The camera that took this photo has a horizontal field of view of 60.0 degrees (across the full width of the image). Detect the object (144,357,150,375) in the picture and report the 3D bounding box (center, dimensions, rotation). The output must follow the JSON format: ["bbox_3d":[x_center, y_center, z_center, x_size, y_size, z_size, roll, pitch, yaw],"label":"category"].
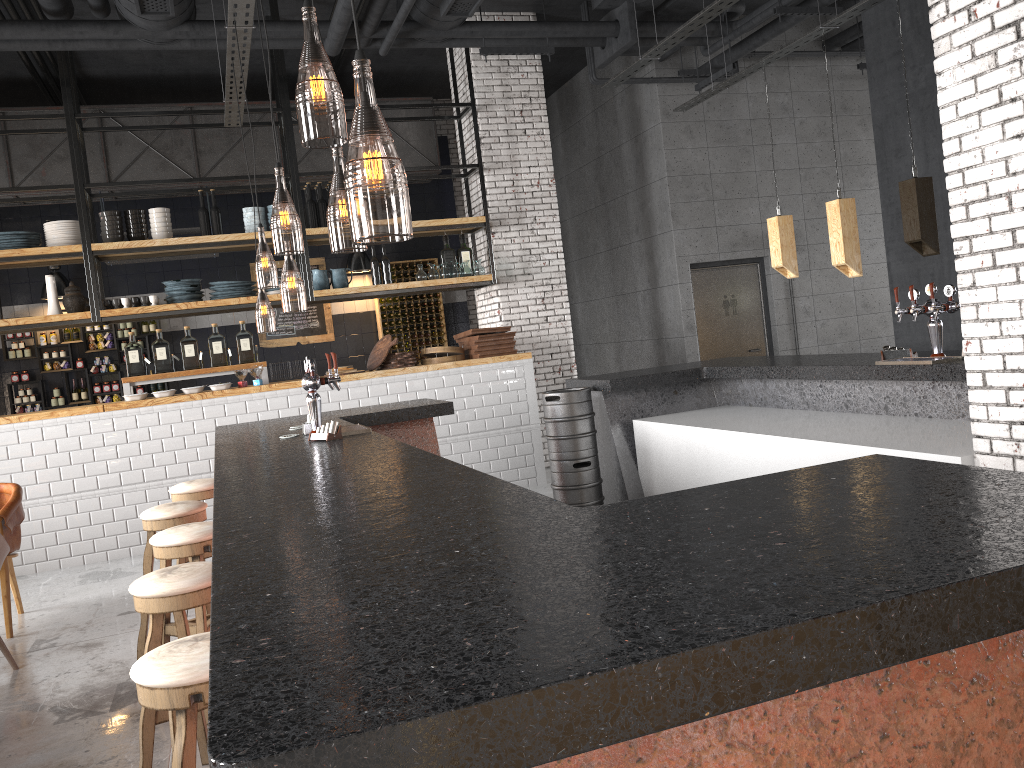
[{"bbox_3d":[-3.291,-0.163,8.001,0.080,0.163,0.032,-5,3,43],"label":"object"}]

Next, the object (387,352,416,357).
[{"bbox_3d":[-1.120,-0.283,8.728,0.458,0.019,0.407,-6,3,15],"label":"object"}]

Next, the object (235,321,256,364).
[{"bbox_3d":[-2.516,-0.393,8.346,0.154,0.404,0.154,-7,2,-19],"label":"object"}]

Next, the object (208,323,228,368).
[{"bbox_3d":[-2.749,-0.361,8.264,0.154,0.404,0.154,-7,2,-19],"label":"object"}]

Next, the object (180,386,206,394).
[{"bbox_3d":[-2.840,0.056,7.901,0.216,0.055,0.324,-8,3,-18],"label":"object"}]

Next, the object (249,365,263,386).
[{"bbox_3d":[-2.308,-0.079,8.020,0.128,0.189,0.123,-7,2,-9],"label":"object"}]

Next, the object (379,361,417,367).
[{"bbox_3d":[-1.114,-0.203,8.730,0.458,0.019,0.407,-6,3,10],"label":"object"}]

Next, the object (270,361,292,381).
[{"bbox_3d":[-2.162,-0.120,8.301,0.181,0.168,0.170,-7,2,-8],"label":"object"}]

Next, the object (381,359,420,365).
[{"bbox_3d":[-1.122,-0.218,8.727,0.406,0.019,0.459,-4,4,40],"label":"object"}]

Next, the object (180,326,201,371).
[{"bbox_3d":[-2.979,-0.330,8.191,0.154,0.404,0.154,-7,2,-19],"label":"object"}]

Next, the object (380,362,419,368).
[{"bbox_3d":[-1.089,-0.190,8.729,0.458,0.019,0.407,-4,4,44],"label":"object"}]

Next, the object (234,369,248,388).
[{"bbox_3d":[-2.452,-0.051,8.045,0.122,0.165,0.112,-6,2,16],"label":"object"}]

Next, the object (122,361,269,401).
[{"bbox_3d":[-2.892,0.139,8.217,1.251,0.551,0.315,-8,2,-18],"label":"object"}]

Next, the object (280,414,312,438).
[{"bbox_3d":[-1.256,0.220,5.073,0.200,0.106,0.766,-8,3,-18],"label":"object"}]

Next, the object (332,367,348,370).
[{"bbox_3d":[-1.644,-0.147,8.417,0.172,0.010,0.368,-7,3,-8],"label":"object"}]

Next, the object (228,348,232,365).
[{"bbox_3d":[-2.617,-0.253,8.226,0.024,0.163,0.062,-8,2,-28],"label":"object"}]

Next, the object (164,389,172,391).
[{"bbox_3d":[-3.002,0.059,7.731,0.202,0.023,0.043,-4,4,43],"label":"object"}]

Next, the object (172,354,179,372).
[{"bbox_3d":[-3.073,-0.193,8.091,0.039,0.163,0.078,-6,2,26],"label":"object"}]

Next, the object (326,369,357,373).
[{"bbox_3d":[-1.650,-0.125,8.511,0.215,0.013,0.521,-8,3,-22],"label":"object"}]

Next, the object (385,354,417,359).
[{"bbox_3d":[-1.112,-0.268,8.729,0.458,0.019,0.407,-5,3,24],"label":"object"}]

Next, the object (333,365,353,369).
[{"bbox_3d":[-1.587,-0.161,8.365,0.184,0.011,0.254,-6,3,3],"label":"object"}]

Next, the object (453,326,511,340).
[{"bbox_3d":[-0.305,-0.509,8.879,0.406,0.094,0.636,-8,3,-21],"label":"object"}]

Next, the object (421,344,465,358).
[{"bbox_3d":[-0.692,-0.332,8.830,0.436,0.154,0.440,-5,3,29],"label":"object"}]

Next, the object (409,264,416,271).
[{"bbox_3d":[-1.351,-1.596,12.060,0.079,0.079,0.283,-7,3,-18],"label":"object"}]

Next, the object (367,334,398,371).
[{"bbox_3d":[-1.262,-0.303,8.567,0.242,0.338,0.488,-8,3,-32],"label":"object"}]

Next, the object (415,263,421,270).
[{"bbox_3d":[-1.263,-1.608,12.093,0.079,0.079,0.283,-7,3,-18],"label":"object"}]

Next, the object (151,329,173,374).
[{"bbox_3d":[-3.205,-0.300,8.107,0.154,0.404,0.154,-7,2,-19],"label":"object"}]

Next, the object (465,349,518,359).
[{"bbox_3d":[-0.251,-0.296,8.962,0.405,0.044,0.636,-8,3,-23],"label":"object"}]

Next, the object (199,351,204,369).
[{"bbox_3d":[-2.857,-0.222,8.169,0.031,0.163,0.046,-6,2,7],"label":"object"}]

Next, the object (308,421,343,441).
[{"bbox_3d":[-0.913,0.226,4.316,0.091,0.091,0.177,-9,4,-43],"label":"object"}]

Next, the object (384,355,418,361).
[{"bbox_3d":[-1.135,-0.249,8.720,0.406,0.019,0.459,-5,3,24],"label":"object"}]

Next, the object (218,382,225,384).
[{"bbox_3d":[-2.558,-0.008,7.882,0.039,0.021,0.203,-9,4,-41],"label":"object"}]

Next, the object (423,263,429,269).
[{"bbox_3d":[-1.185,-1.620,12.156,0.079,0.079,0.283,-7,3,-18],"label":"object"}]

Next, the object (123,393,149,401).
[{"bbox_3d":[-3.282,0.116,7.743,0.216,0.055,0.324,-8,3,-18],"label":"object"}]

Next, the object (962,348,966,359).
[{"bbox_3d":[2.577,-0.192,4.364,0.200,0.106,0.766,-8,3,-18],"label":"object"}]

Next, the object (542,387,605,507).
[{"bbox_3d":[0.470,0.556,6.747,0.399,1.034,0.398,-6,2,17],"label":"object"}]

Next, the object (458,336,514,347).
[{"bbox_3d":[-0.266,-0.428,8.958,0.405,0.044,0.636,-8,3,-18],"label":"object"}]

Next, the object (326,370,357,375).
[{"bbox_3d":[-1.644,-0.114,8.519,0.277,0.019,0.514,-7,3,-13],"label":"object"}]

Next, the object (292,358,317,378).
[{"bbox_3d":[-1.977,-0.150,8.459,0.181,0.168,0.170,-9,3,-38],"label":"object"}]

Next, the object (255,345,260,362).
[{"bbox_3d":[-2.388,-0.284,8.300,0.034,0.163,0.061,-6,2,15],"label":"object"}]

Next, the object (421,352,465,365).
[{"bbox_3d":[-0.687,-0.265,8.829,0.437,0.097,0.437,-6,3,6],"label":"object"}]

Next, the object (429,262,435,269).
[{"bbox_3d":[-1.092,-1.632,12.171,0.079,0.079,0.283,-7,3,-18],"label":"object"}]

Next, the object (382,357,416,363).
[{"bbox_3d":[-1.144,-0.231,8.704,0.407,0.019,0.458,-7,3,-5],"label":"object"}]

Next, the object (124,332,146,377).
[{"bbox_3d":[-3.427,-0.270,8.042,0.154,0.404,0.154,-7,2,-19],"label":"object"}]

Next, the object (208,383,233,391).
[{"bbox_3d":[-2.617,0.025,7.958,0.216,0.060,0.324,-8,3,-18],"label":"object"}]

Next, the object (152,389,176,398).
[{"bbox_3d":[-3.059,0.085,7.805,0.216,0.059,0.324,-8,3,-18],"label":"object"}]

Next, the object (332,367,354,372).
[{"bbox_3d":[-1.644,-0.140,8.515,0.230,0.016,0.557,-7,3,-12],"label":"object"}]

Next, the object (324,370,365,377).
[{"bbox_3d":[-1.585,-0.103,8.490,0.406,0.019,0.459,-5,3,23],"label":"object"}]

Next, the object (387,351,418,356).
[{"bbox_3d":[-1.138,-0.297,8.720,0.406,0.019,0.459,-5,3,28],"label":"object"}]

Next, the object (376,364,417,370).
[{"bbox_3d":[-1.105,-0.172,8.731,0.458,0.019,0.407,-6,3,17],"label":"object"}]

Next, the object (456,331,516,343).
[{"bbox_3d":[-0.271,-0.472,8.957,0.405,0.044,0.635,-8,3,-25],"label":"object"}]

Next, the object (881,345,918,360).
[{"bbox_3d":[2.236,-0.184,5.122,0.091,0.091,0.177,-9,4,-43],"label":"object"}]
